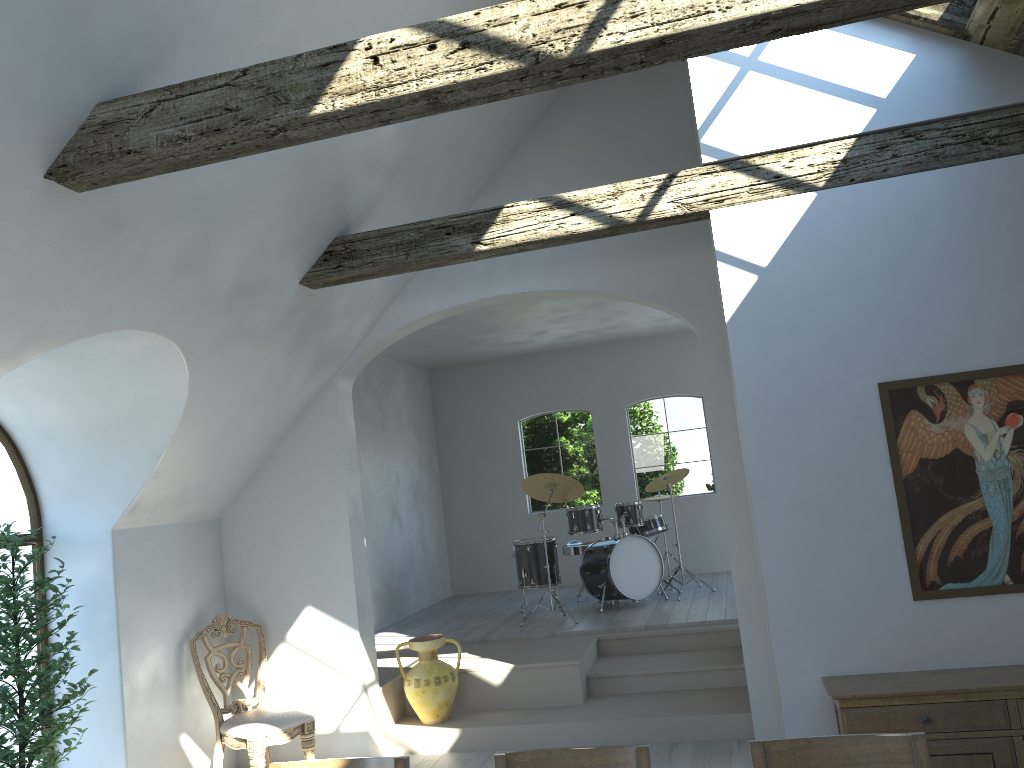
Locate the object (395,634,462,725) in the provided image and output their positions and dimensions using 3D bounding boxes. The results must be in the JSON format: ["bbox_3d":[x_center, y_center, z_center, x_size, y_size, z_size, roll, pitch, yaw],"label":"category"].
[{"bbox_3d":[-0.598,2.179,6.534,0.402,0.605,0.396,-3,-8,-30],"label":"object"}]

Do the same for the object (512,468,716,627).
[{"bbox_3d":[0.842,1.569,9.145,2.354,1.383,1.465,-2,-8,-32],"label":"object"}]

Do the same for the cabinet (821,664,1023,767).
[{"bbox_3d":[2.201,1.647,3.899,1.481,0.714,0.383,-8,-7,13],"label":"cabinet"}]

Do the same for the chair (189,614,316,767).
[{"bbox_3d":[-1.717,2.120,5.909,0.655,1.159,0.552,-12,-8,38],"label":"chair"}]

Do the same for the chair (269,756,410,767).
[{"bbox_3d":[-0.549,1.653,2.481,0.514,1.006,0.605,-8,-7,13],"label":"chair"}]

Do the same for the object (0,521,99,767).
[{"bbox_3d":[-2.598,1.688,4.699,0.718,1.920,0.737,-11,-8,32],"label":"object"}]

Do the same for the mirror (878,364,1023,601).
[{"bbox_3d":[2.198,0.461,4.182,0.736,1.047,0.009,-8,-7,13],"label":"mirror"}]

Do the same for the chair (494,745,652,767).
[{"bbox_3d":[0.169,1.550,2.312,0.514,1.006,0.605,-8,-7,13],"label":"chair"}]

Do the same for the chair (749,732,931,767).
[{"bbox_3d":[0.888,1.447,2.144,0.514,1.006,0.605,-8,-7,13],"label":"chair"}]
